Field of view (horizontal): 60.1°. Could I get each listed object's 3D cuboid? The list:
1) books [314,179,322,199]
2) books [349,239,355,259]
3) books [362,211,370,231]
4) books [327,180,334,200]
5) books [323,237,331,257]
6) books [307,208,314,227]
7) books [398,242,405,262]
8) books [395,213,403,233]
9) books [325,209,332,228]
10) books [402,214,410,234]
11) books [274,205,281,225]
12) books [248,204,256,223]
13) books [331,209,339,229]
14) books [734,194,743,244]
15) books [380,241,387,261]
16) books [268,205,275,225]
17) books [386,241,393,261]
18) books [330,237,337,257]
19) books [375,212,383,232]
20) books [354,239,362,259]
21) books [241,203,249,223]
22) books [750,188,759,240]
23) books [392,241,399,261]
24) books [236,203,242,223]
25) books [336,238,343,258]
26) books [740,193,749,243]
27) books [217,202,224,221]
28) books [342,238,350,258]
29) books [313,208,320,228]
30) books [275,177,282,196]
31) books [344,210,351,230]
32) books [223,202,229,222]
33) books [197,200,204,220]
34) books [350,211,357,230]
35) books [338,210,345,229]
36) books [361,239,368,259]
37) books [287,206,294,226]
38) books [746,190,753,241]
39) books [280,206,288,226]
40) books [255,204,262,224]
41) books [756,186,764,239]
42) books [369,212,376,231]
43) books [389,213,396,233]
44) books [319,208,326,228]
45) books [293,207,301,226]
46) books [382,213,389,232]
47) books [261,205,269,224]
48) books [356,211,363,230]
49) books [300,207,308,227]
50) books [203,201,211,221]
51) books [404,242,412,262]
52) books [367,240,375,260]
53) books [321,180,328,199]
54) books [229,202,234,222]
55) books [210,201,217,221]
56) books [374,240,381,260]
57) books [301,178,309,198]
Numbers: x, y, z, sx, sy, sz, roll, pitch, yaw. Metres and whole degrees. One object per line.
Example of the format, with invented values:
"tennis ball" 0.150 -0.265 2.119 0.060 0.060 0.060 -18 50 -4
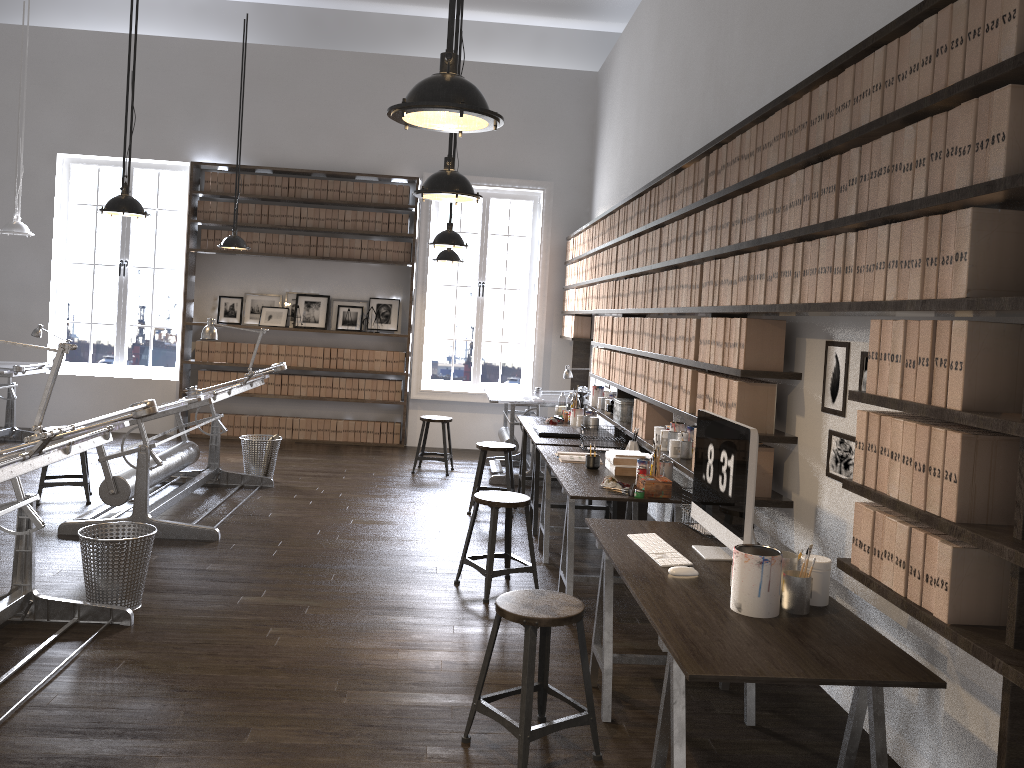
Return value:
"books" -2.155 -2.157 9.876 0.066 0.225 0.175 3 2 -4
"books" -1.782 -1.507 9.917 0.066 0.225 0.175 3 2 -4
"books" -1.629 -1.810 9.921 0.066 0.225 0.175 3 2 -4
"books" -2.011 -2.149 9.883 0.066 0.225 0.175 3 2 -4
"books" -2.057 -1.521 9.894 0.066 0.225 0.175 3 2 -4
"books" -2.235 -1.843 9.875 0.066 0.225 0.175 3 2 -4
"books" -1.237 -1.477 9.955 0.066 0.225 0.175 3 2 -4
"books" -1.269 -1.791 9.947 0.066 0.225 0.175 3 2 -4
"books" -2.037 -1.832 9.893 0.066 0.225 0.175 3 2 -4
"books" -1.193 -1.787 9.950 0.066 0.225 0.175 3 2 -4
"books" -2.589 -1.862 9.850 0.066 0.225 0.175 3 2 -4
"books" -2.873 -1.877 9.828 0.066 0.225 0.175 3 2 -4
"books" -1.967 -1.828 9.896 0.066 0.225 0.175 3 2 -4
"books" 1.091 -0.723 3.945 0.174 0.225 0.067 3 2 -4
"books" -1.439 -1.488 9.940 0.066 0.225 0.175 3 2 -4
"books" -2.654 -1.865 9.848 0.066 0.225 0.175 3 2 -4
"books" -1.366 -1.484 9.941 0.066 0.225 0.175 3 2 -4
"books" -1.987 -1.518 9.903 0.066 0.225 0.175 3 2 -4
"books" -1.488 -1.802 9.927 0.066 0.225 0.175 3 2 -4
"books" -1.720 -1.503 9.919 0.066 0.225 0.175 3 2 -4
"books" -2.944 -1.881 9.827 0.066 0.225 0.175 3 2 -4
"books" 1.104 -0.707 3.737 0.174 0.225 0.067 3 2 -4
"books" -1.300 -1.480 9.946 0.067 0.225 0.175 3 2 -4
"books" -3.015 -1.885 9.822 0.066 0.225 0.175 3 2 -4
"books" -1.916 -1.514 9.908 0.066 0.225 0.175 3 2 -4
"books" 1.100 -0.717 3.875 0.174 0.225 0.067 3 2 -4
"books" -3.211 -1.895 9.805 0.066 0.225 0.175 3 2 -4
"books" -1.849 -1.510 9.907 0.067 0.225 0.175 3 2 -4
"books" -2.173 -1.839 9.881 0.066 0.225 0.175 3 2 -4
"books" -2.581 -2.180 9.840 0.066 0.225 0.175 3 2 -4
"books" -1.825 -1.820 9.904 0.066 0.225 0.175 3 2 -4
"books" -3.148 -1.892 9.811 0.066 0.225 0.175 3 2 -4
"books" -3.423 -1.907 9.794 0.066 0.225 0.175 3 2 -4
"books" -1.763 -1.817 9.910 0.066 0.225 0.175 3 2 -4
"books" -1.897 -1.824 9.897 0.067 0.225 0.175 3 2 -4
"books" -1.647 -1.499 9.923 0.067 0.225 0.175 3 2 -4
"books" -2.454 -1.854 9.856 0.066 0.225 0.175 3 2 -4
"books" 1.105 -0.712 3.804 0.174 0.225 0.067 3 2 -4
"books" -2.526 -1.858 9.850 0.067 0.225 0.175 3 2 -4
"books" -2.803 -1.873 9.838 0.066 0.225 0.175 3 2 -4
"books" 1.113 -0.701 3.670 0.174 0.225 0.067 3 2 -4
"books" -1.558 -1.806 9.926 0.066 0.225 0.175 3 2 -4
"books" -1.342 -1.794 9.936 0.067 0.225 0.175 3 2 -4
"books" -2.106 -1.835 9.881 0.067 0.225 0.175 3 2 -4
"books" -2.382 -1.850 9.864 0.066 0.225 0.175 3 2 -4
"books" -1.417 -1.799 9.936 0.066 0.225 0.175 3 2 -4
"books" -2.728 -1.869 9.837 0.067 0.225 0.175 3 2 -4
"books" -1.696 -1.813 9.910 0.067 0.225 0.175 3 2 -4
"books" -2.307 -1.846 9.867 0.067 0.225 0.175 3 2 -4
"books" -3.353 -1.903 9.797 0.066 0.225 0.175 3 2 -4
"books" -1.168 -1.473 9.961 0.066 0.225 0.175 3 2 -4
"books" -1.578 -1.495 9.932 0.066 0.225 0.175 3 2 -4
"books" -2.085 -2.153 9.879 0.066 0.225 0.175 3 2 -4
"books" -3.082 -1.888 9.811 0.067 0.225 0.175 3 2 -4
"books" -3.283 -1.899 9.798 0.067 0.225 0.175 3 2 -4
"books" -1.508 -1.492 9.938 0.066 0.225 0.175 3 2 -4
"books" -2.296 -2.164 9.858 0.066 0.225 0.175 3 2 -4
